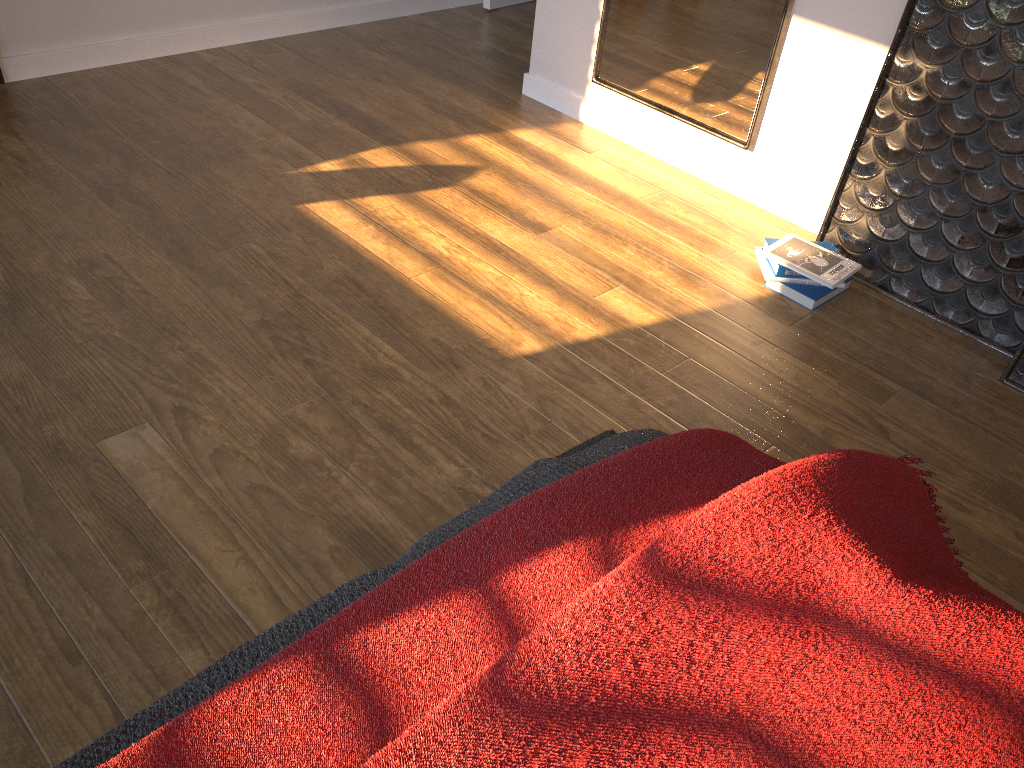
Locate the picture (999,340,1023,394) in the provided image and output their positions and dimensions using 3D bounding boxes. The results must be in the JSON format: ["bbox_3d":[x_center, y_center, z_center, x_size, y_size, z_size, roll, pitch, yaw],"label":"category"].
[{"bbox_3d":[1.712,-0.187,1.727,0.207,1.054,1.010,-29,51,-35],"label":"picture"}]

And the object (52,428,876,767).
[{"bbox_3d":[-0.293,0.604,0.792,2.476,0.583,1.105,-27,50,-35],"label":"object"}]

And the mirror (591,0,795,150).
[{"bbox_3d":[0.626,-1.653,2.407,0.064,1.905,0.673,-29,51,-35],"label":"mirror"}]

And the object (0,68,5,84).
[{"bbox_3d":[-1.837,-1.164,2.773,0.344,0.533,0.099,-26,50,-34],"label":"object"}]

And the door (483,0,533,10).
[{"bbox_3d":[0.606,-2.613,3.629,0.986,2.186,1.018,-28,51,-35],"label":"door"}]

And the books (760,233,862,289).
[{"bbox_3d":[0.835,-0.355,2.500,0.267,0.052,0.254,34,46,29],"label":"books"}]

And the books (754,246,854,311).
[{"bbox_3d":[0.837,-0.296,2.508,0.270,0.051,0.251,5,39,-2],"label":"books"}]

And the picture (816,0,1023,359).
[{"bbox_3d":[1.438,-0.586,1.989,0.170,1.286,1.231,-29,51,-35],"label":"picture"}]

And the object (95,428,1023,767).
[{"bbox_3d":[-0.166,0.638,0.721,2.614,0.678,0.672,-26,49,-34],"label":"object"}]
